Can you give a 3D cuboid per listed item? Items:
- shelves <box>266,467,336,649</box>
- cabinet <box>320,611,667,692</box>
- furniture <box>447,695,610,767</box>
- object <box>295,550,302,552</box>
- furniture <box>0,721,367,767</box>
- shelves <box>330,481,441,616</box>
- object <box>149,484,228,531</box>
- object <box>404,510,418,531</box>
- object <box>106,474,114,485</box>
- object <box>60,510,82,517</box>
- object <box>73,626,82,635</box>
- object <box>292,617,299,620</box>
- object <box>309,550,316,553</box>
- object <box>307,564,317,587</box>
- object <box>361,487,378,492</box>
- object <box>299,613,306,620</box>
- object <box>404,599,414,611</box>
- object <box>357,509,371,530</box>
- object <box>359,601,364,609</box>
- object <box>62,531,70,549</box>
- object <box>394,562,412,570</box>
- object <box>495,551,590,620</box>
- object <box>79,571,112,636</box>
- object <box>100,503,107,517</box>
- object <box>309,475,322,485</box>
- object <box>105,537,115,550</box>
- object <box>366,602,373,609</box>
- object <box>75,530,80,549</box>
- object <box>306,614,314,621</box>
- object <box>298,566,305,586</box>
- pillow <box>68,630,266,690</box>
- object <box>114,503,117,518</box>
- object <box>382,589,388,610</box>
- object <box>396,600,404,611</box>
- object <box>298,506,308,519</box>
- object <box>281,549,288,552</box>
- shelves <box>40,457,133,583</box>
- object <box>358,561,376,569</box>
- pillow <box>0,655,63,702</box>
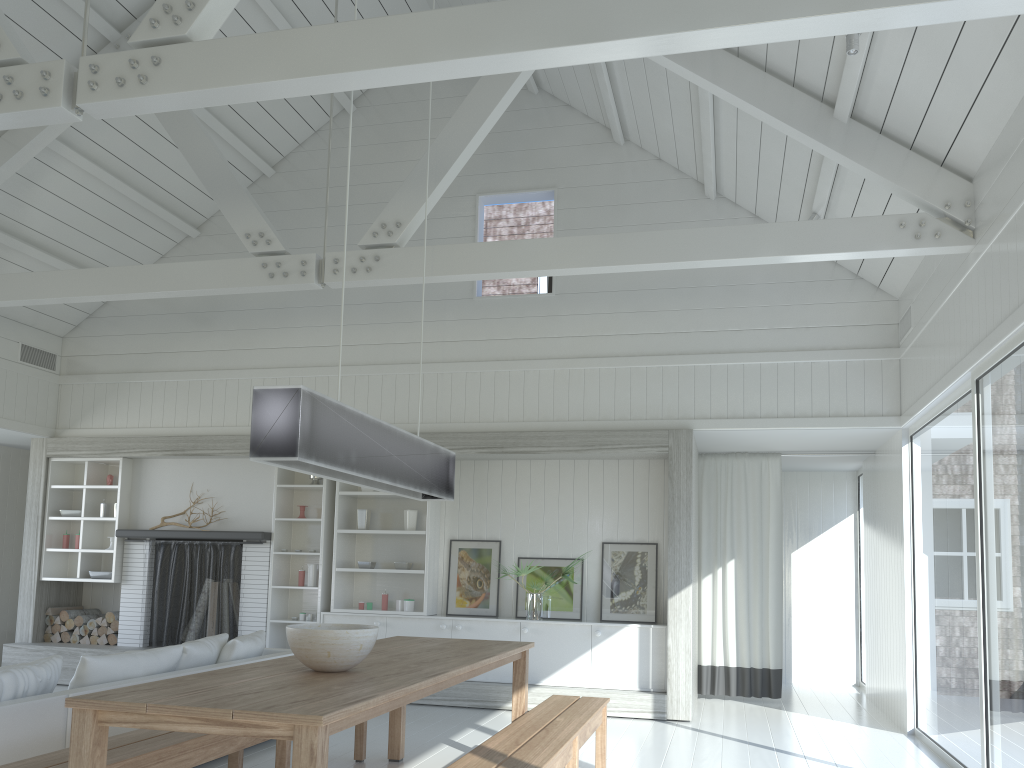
[{"bbox_3d":[-1.961,1.747,8.591,0.541,1.978,0.612,0,-6,14],"label":"shelves"},{"bbox_3d":[-0.171,2.406,8.049,3.182,0.545,0.662,-1,-10,14],"label":"cabinet"},{"bbox_3d":[0.086,1.806,3.913,0.340,0.465,2.719,0,-12,14],"label":"furniture"},{"bbox_3d":[-2.050,1.607,8.468,0.054,0.025,0.055,-1,-11,14],"label":"object"},{"bbox_3d":[-1.368,1.845,4.272,0.340,0.465,2.719,0,-12,14],"label":"furniture"},{"bbox_3d":[-1.136,1.453,8.416,0.939,1.427,0.612,0,-7,14],"label":"shelves"},{"bbox_3d":[-3.107,1.186,8.544,0.784,0.497,0.463,4,-9,-16],"label":"object"},{"bbox_3d":[-0.949,1.278,8.240,0.103,0.194,0.103,6,-8,-31],"label":"object"},{"bbox_3d":[-4.078,0.979,8.945,0.059,0.125,0.233,6,-11,-31],"label":"object"},{"bbox_3d":[-4.467,1.335,9.030,0.242,0.071,0.246,2,-11,-1],"label":"object"},{"bbox_3d":[-4.301,2.514,9.038,0.080,0.079,0.485,0,-12,12],"label":"object"},{"bbox_3d":[-2.073,2.241,8.427,0.054,0.025,0.055,-1,-11,14],"label":"object"},{"bbox_3d":[-1.922,1.615,8.493,0.054,0.025,0.055,-1,-11,14],"label":"object"},{"bbox_3d":[-1.913,1.829,8.426,0.072,0.209,0.072,0,-7,13],"label":"object"},{"bbox_3d":[-1.349,1.003,8.369,0.141,0.065,0.143,-1,-11,14],"label":"object"},{"bbox_3d":[-1.997,2.216,8.410,0.054,0.070,0.055,0,-8,13],"label":"object"},{"bbox_3d":[-0.951,2.039,8.134,0.086,0.110,0.086,8,-11,-40],"label":"object"},{"bbox_3d":[-1.405,1.290,8.352,0.102,0.194,0.104,0,-7,14],"label":"object"},{"bbox_3d":[-1.411,2.073,8.260,0.054,0.070,0.055,2,-8,-7],"label":"object"},{"bbox_3d":[-4.557,1.588,9.009,0.054,0.194,0.055,0,-6,15],"label":"object"},{"bbox_3d":[-1.033,1.727,8.361,0.141,0.065,0.143,-1,-11,14],"label":"object"},{"bbox_3d":[0.227,1.750,7.703,0.971,0.622,0.630,-1,-9,11],"label":"object"},{"bbox_3d":[-4.146,2.238,9.005,0.341,0.636,0.620,2,-9,-1],"label":"object"},{"bbox_3d":[-4.143,1.263,8.941,0.054,0.194,0.055,0,-6,15],"label":"object"},{"bbox_3d":[-1.889,0.922,8.488,0.163,0.122,0.162,10,-13,-43],"label":"object"},{"bbox_3d":[-4.018,1.605,8.870,0.137,0.128,0.139,1,-9,1],"label":"object"},{"bbox_3d":[-1.337,2.081,8.268,0.058,0.060,0.058,3,-9,-8],"label":"object"},{"bbox_3d":[-4.409,1.584,8.973,0.054,0.194,0.055,0,-6,15],"label":"object"},{"bbox_3d":[-1.926,2.219,8.390,0.058,0.060,0.058,-1,-9,13],"label":"object"},{"bbox_3d":[-2.016,1.839,8.453,0.054,0.194,0.055,0,-6,13],"label":"object"},{"bbox_3d":[-2.019,1.807,5.406,0.462,0.471,2.087,0,-12,6],"label":"pillow"},{"bbox_3d":[-3.982,1.259,8.901,0.054,0.194,0.055,0,-6,15],"label":"object"},{"bbox_3d":[-1.185,2.009,8.227,0.054,0.194,0.055,0,-6,13],"label":"object"},{"bbox_3d":[-1.026,2.063,8.222,0.091,0.094,0.092,9,-12,-42],"label":"object"},{"bbox_3d":[-2.026,1.243,8.516,0.137,0.128,0.138,7,-11,-33],"label":"object"},{"bbox_3d":[-2.178,1.598,8.444,0.054,0.025,0.055,-1,-11,14],"label":"object"},{"bbox_3d":[-4.236,1.405,9.061,0.865,1.225,0.555,0,-7,14],"label":"shelves"},{"bbox_3d":[-1.367,1.705,8.298,0.141,0.065,0.143,-1,-11,14],"label":"object"},{"bbox_3d":[-2.453,1.461,3.809,0.466,0.472,1.337,1,-11,5],"label":"pillow"}]
